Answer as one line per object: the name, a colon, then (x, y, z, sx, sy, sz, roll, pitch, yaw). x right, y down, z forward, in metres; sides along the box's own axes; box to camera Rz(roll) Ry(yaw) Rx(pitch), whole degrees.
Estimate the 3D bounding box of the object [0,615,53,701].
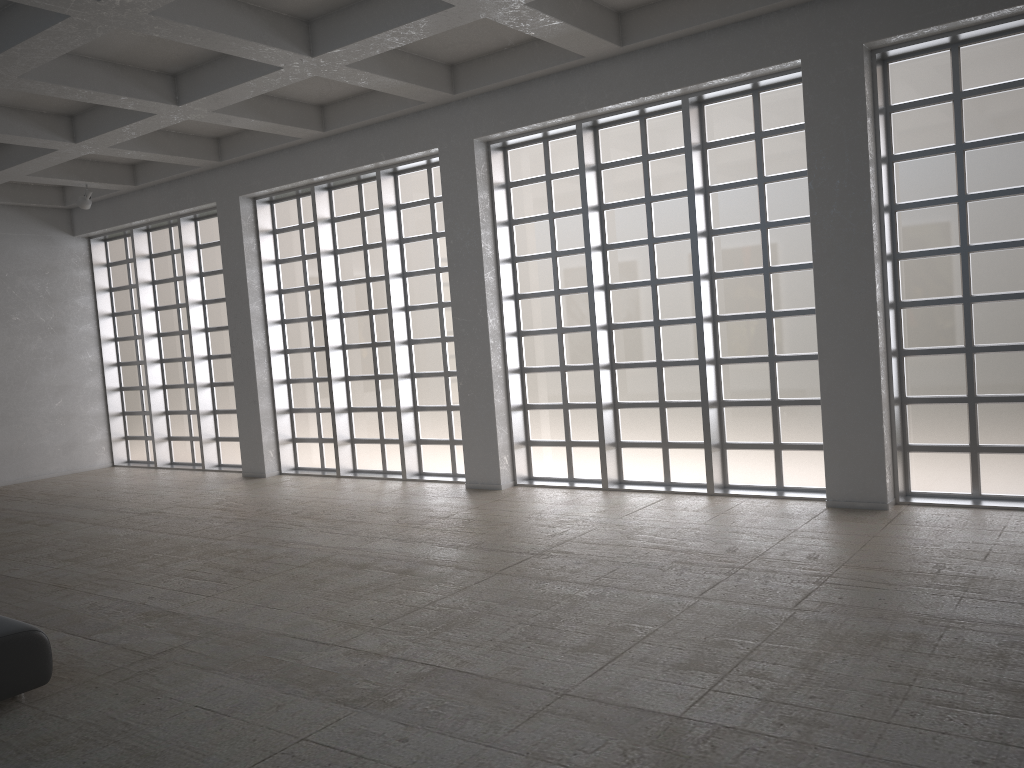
object: (-6.613, 3.037, 9.792, 3.044, 0.828, 1.616, -2, 4, 36)
